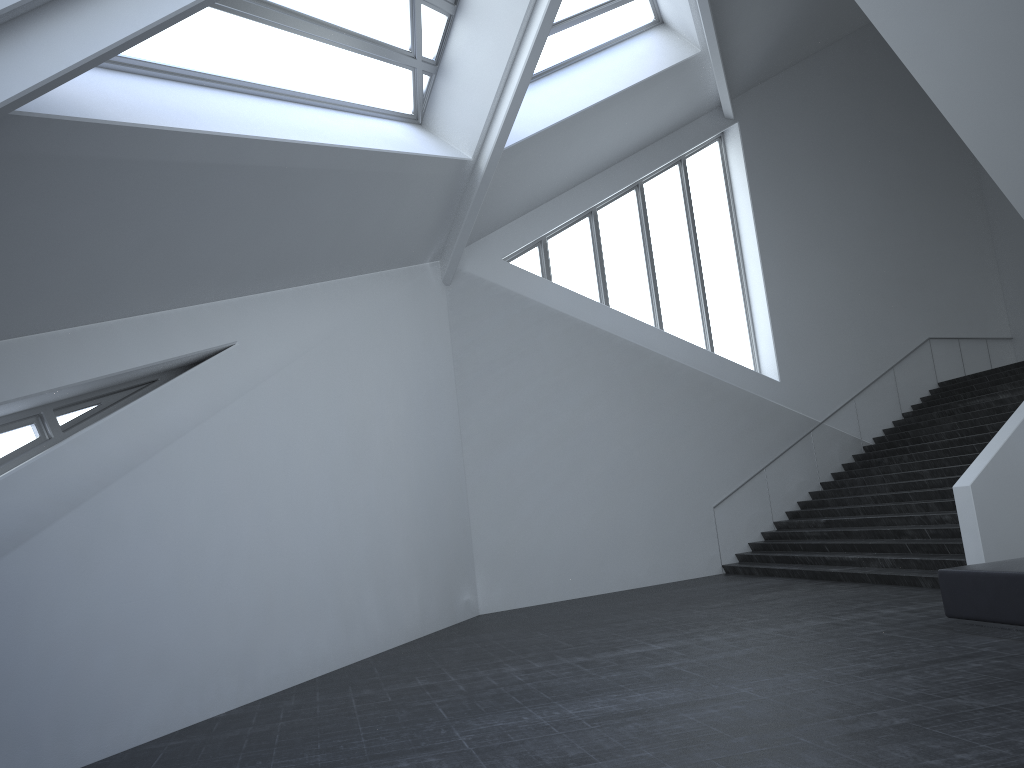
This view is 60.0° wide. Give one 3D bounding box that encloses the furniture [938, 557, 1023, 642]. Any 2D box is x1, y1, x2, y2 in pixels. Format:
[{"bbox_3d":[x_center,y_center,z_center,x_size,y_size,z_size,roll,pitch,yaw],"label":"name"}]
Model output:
[{"bbox_3d":[5.331,1.449,5.599,1.488,0.580,5.742,-4,-9,-14],"label":"furniture"}]
